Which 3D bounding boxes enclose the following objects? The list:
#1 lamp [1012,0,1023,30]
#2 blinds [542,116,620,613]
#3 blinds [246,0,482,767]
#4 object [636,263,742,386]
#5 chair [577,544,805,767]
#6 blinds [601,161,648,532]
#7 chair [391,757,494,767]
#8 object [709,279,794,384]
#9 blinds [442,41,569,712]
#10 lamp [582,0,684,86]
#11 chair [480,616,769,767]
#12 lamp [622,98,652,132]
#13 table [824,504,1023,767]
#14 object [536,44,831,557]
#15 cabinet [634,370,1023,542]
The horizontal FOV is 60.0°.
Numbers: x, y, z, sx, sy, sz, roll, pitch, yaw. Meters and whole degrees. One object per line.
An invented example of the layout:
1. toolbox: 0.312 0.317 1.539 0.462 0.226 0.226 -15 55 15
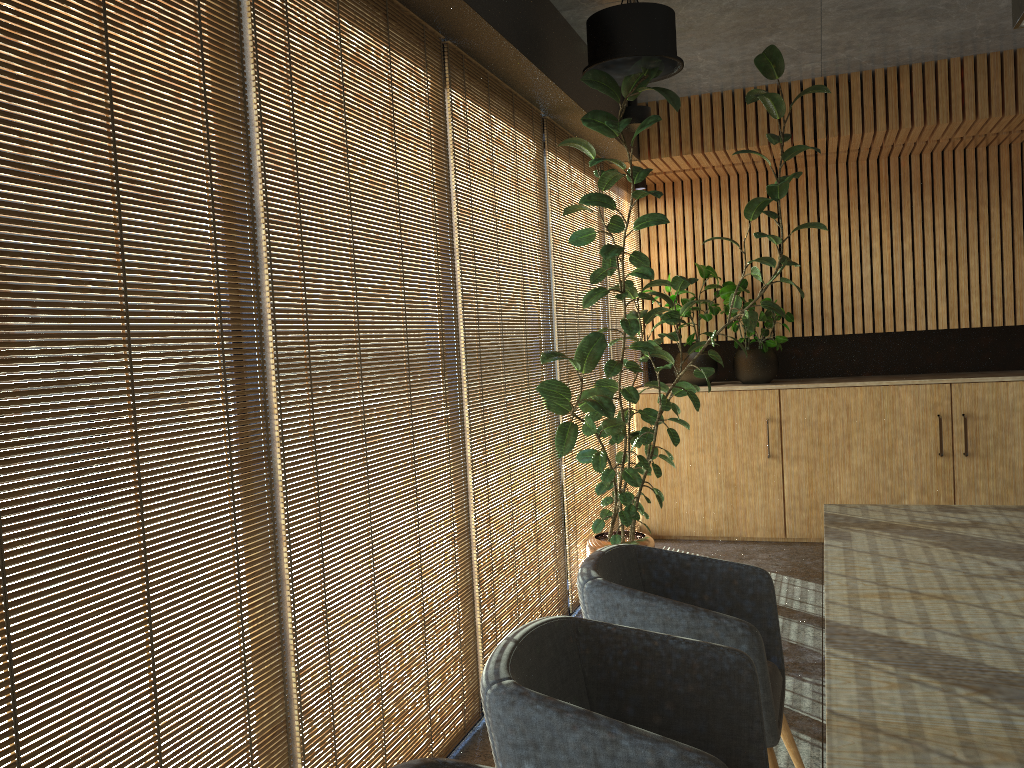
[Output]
1. lamp: 1.443 -1.640 1.704 0.151 0.618 4.009 -2 3 19
2. blinds: 0.514 -0.145 6.070 0.039 3.038 1.422 -2 3 19
3. blinds: -0.462 0.036 3.280 0.039 3.038 1.422 -2 3 19
4. object: 1.501 -0.510 7.590 0.640 1.054 0.666 -5 3 -29
5. chair: 0.634 1.069 3.103 0.761 0.944 0.706 -2 3 19
6. blinds: 0.997 -0.234 7.454 0.039 3.038 1.422 -2 3 19
7. chair: 0.042 1.179 1.408 0.761 0.944 0.706 -2 3 19
8. object: 1.985 -0.441 7.410 0.679 0.880 0.512 -2 3 23
9. blinds: 0.022 -0.054 4.663 0.039 3.038 1.422 -2 3 19
10. lamp: 0.606 -1.807 4.519 0.513 0.497 0.513 -4 3 -10
11. chair: 0.338 1.124 2.256 0.761 0.944 0.706 -2 3 19
12. lamp: 2.718 -2.066 5.734 4.179 0.294 0.257 -2 3 19
13. table: 1.618 1.080 1.805 1.816 0.927 3.932 -2 3 19
14. object: 0.750 -0.207 5.415 1.875 3.266 1.958 -5 3 -32
15. cabinet: 3.456 0.570 7.069 4.954 1.272 1.006 -2 3 19
